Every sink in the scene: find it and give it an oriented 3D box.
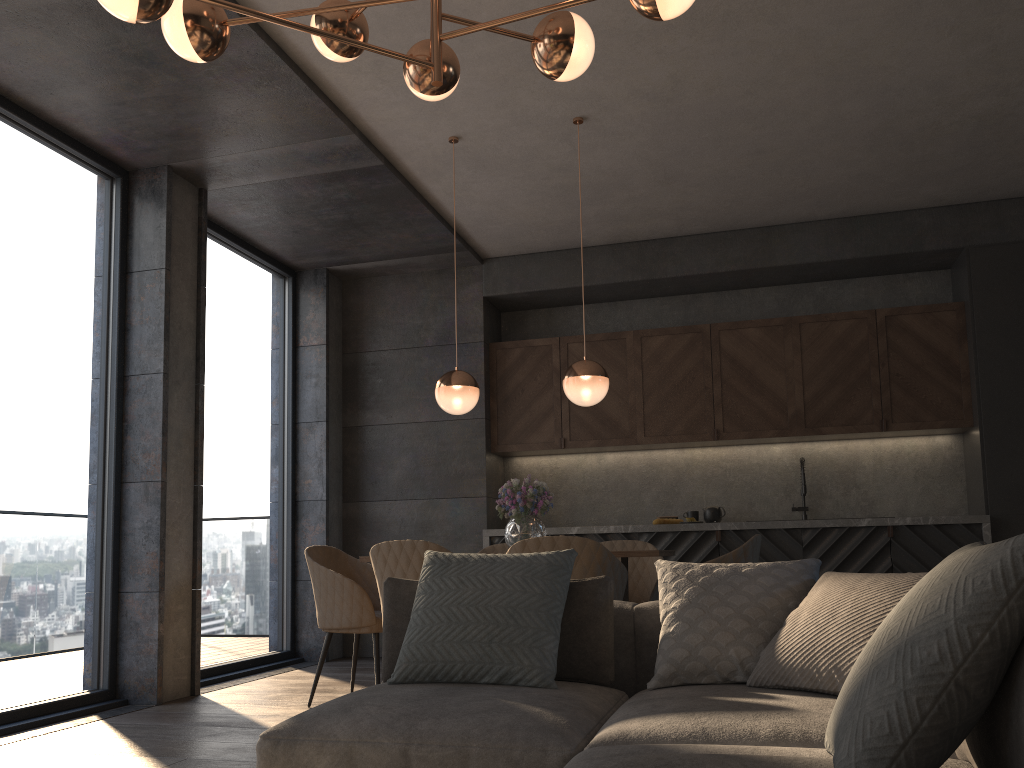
[{"bbox_3d":[2.147,0.776,6.252,0.963,0.541,0.465,-4,-8,15],"label":"sink"}]

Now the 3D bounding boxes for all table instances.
[{"bbox_3d":[0.066,1.245,4.482,1.468,0.761,0.777,-4,-9,15],"label":"table"}]

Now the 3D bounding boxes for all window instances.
[{"bbox_3d":[-2.658,-0.053,3.284,0.199,2.964,7.349,-3,-10,15],"label":"window"}]

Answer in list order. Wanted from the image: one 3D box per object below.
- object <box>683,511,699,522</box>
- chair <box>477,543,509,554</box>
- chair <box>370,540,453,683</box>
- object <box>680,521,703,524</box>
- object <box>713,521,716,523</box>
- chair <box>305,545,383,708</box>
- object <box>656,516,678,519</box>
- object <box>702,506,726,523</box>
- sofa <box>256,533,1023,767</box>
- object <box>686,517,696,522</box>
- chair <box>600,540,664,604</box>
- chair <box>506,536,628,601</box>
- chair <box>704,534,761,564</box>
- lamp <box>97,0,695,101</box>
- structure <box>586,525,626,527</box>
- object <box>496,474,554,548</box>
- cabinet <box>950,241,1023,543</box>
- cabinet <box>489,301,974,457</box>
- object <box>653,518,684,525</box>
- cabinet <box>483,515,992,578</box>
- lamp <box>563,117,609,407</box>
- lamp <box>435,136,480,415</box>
[{"bbox_3d":[1.329,0.991,6.518,0.112,0.102,0.091,7,-11,-42],"label":"object"},{"bbox_3d":[-0.030,1.337,5.117,0.555,0.828,0.515,-2,-7,10],"label":"chair"},{"bbox_3d":[-0.359,1.130,4.014,0.556,0.828,0.514,-5,-8,25],"label":"chair"},{"bbox_3d":[1.291,1.002,6.351,0.171,0.020,0.171,-11,-14,40],"label":"object"},{"bbox_3d":[1.249,1.012,6.404,0.490,0.039,0.288,-3,-11,11],"label":"object"},{"bbox_3d":[-0.818,1.278,4.731,0.511,0.827,0.560,-4,-8,20],"label":"chair"},{"bbox_3d":[1.155,1.020,6.571,0.157,0.067,0.118,-1,-10,0],"label":"object"},{"bbox_3d":[1.476,0.962,6.476,0.136,0.136,0.154,1,-9,-12],"label":"object"},{"bbox_3d":[0.220,0.692,1.690,2.026,0.775,2.944,-4,-11,15],"label":"sofa"},{"bbox_3d":[1.292,0.984,6.352,0.120,0.045,0.117,-5,-11,20],"label":"object"},{"bbox_3d":[0.590,1.286,4.923,0.556,0.828,0.515,-3,-8,15],"label":"chair"},{"bbox_3d":[0.231,1.086,3.855,0.555,0.828,0.515,-2,-7,10],"label":"chair"},{"bbox_3d":[0.942,1.142,4.215,0.511,0.827,0.560,-4,-8,20],"label":"chair"},{"bbox_3d":[-0.316,-1.284,2.556,1.463,1.028,1.027,0,-9,-8],"label":"lamp"},{"bbox_3d":[0.700,1.078,6.607,0.611,0.017,0.510,-4,-11,15],"label":"structure"},{"bbox_3d":[0.073,0.669,4.567,0.298,0.404,0.332,1,-8,-14],"label":"object"},{"bbox_3d":[3.610,0.372,5.516,1.188,2.727,1.214,-3,-7,15],"label":"cabinet"},{"bbox_3d":[1.507,0.014,6.589,3.396,0.857,0.373,-4,-7,15],"label":"cabinet"},{"bbox_3d":[1.143,1.005,6.421,0.302,0.054,0.071,6,-12,-33],"label":"object"},{"bbox_3d":[1.506,1.479,6.324,3.396,0.941,0.606,-4,-8,15],"label":"cabinet"},{"bbox_3d":[0.367,-0.646,4.612,0.239,1.529,0.241,0,-6,-9],"label":"lamp"},{"bbox_3d":[-0.307,-0.595,4.799,0.239,1.529,0.241,-4,-6,21],"label":"lamp"}]
